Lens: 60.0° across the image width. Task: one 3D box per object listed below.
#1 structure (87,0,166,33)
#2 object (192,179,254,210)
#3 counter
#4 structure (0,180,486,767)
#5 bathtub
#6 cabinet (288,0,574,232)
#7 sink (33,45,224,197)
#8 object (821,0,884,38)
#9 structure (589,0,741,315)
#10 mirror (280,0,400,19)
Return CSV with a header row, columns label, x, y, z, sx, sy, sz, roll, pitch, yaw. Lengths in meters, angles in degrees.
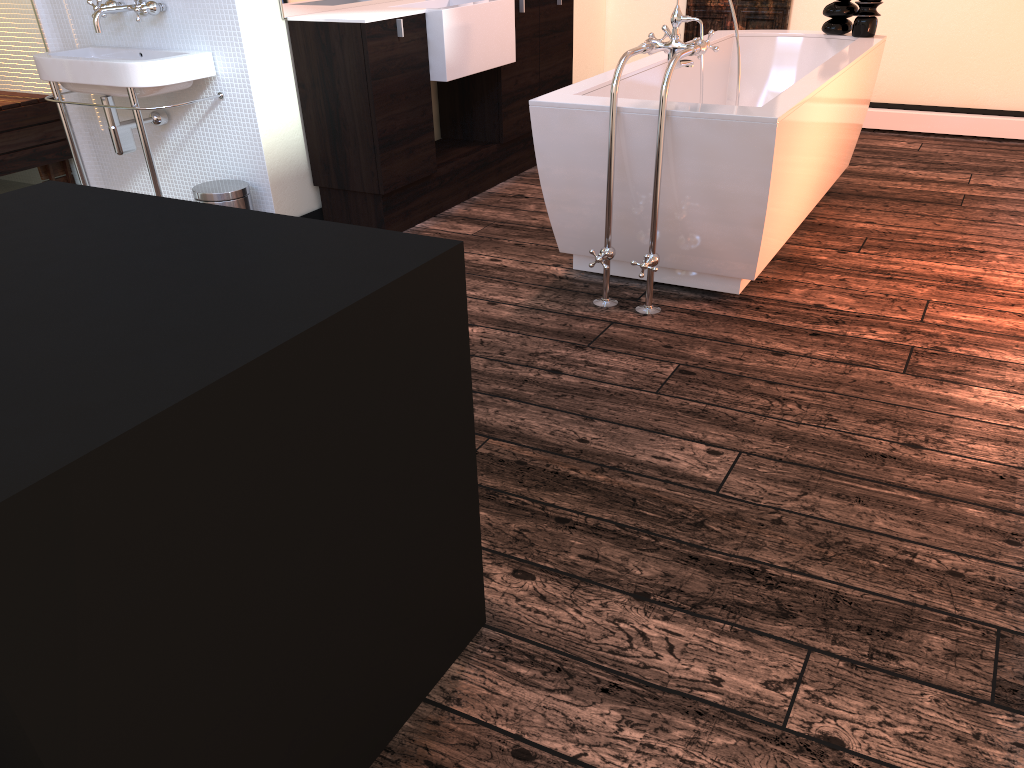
label,x,y,z,sx,sy,sz,roll,pitch,yaw
structure,-1.451,-1.523,3.276,0.297,0.124,0.233,14,34,24
object,-1.142,-0.730,3.563,0.222,0.312,0.219,-5,31,-6
counter,-0.229,-1.796,4.060,0.440,0.301,1.829,14,34,24
structure,-0.630,0.235,1.365,0.866,0.876,0.789,14,34,24
bathtub,0.929,-1.127,3.701,0.796,0.706,2.185,14,34,24
cabinet,-0.247,-1.519,4.245,0.384,0.939,1.830,14,34,24
sink,-1.483,-1.036,3.534,0.678,0.799,0.341,14,35,24
object,1.559,-1.904,4.070,0.155,0.233,0.273,-19,35,-27
structure,0.460,-0.865,2.902,0.381,1.140,0.548,25,40,36
mirror,-0.142,-3.071,4.087,0.011,1.877,3.189,15,34,24
